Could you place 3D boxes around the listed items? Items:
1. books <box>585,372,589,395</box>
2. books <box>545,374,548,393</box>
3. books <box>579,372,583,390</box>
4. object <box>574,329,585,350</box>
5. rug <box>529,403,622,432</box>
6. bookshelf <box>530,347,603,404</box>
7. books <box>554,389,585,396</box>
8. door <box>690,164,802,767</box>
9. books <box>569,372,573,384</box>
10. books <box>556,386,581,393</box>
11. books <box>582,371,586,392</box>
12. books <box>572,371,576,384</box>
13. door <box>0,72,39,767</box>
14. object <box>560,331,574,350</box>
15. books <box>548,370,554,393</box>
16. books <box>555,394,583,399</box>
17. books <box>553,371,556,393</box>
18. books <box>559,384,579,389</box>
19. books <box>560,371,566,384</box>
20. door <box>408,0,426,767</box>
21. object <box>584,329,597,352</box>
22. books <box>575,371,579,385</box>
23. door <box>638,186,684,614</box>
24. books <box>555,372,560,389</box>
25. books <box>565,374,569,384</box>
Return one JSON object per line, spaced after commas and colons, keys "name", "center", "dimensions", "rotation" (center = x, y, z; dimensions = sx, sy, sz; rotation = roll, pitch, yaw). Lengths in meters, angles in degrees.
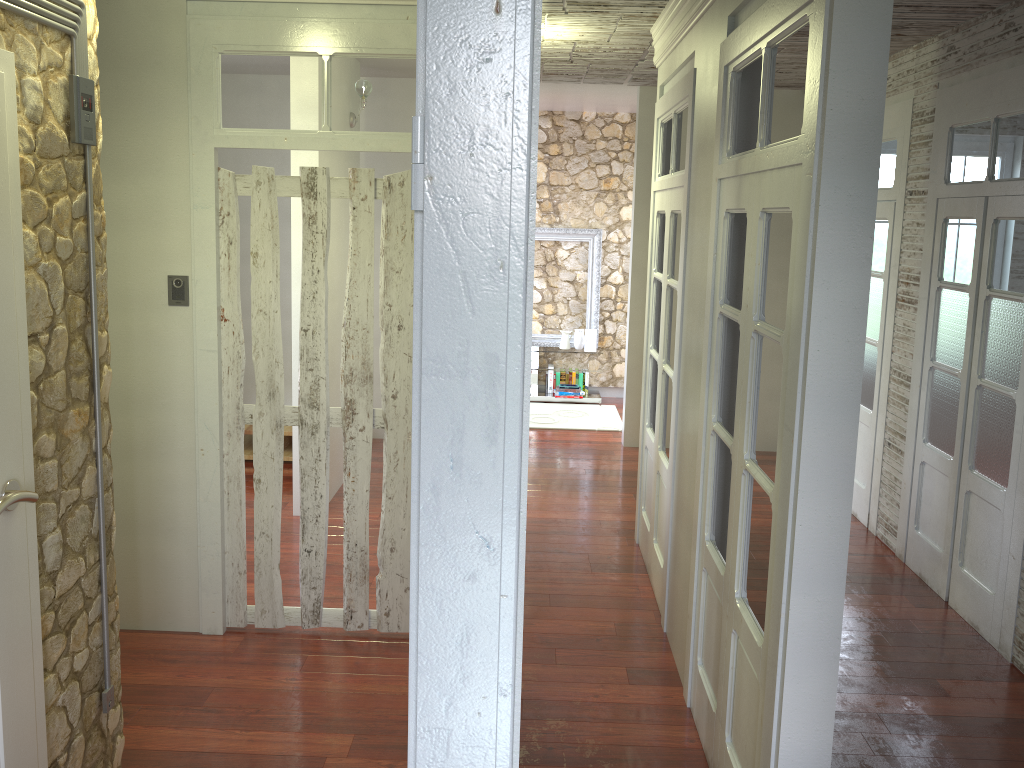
{"name": "books", "center": [0.786, -0.020, 9.369], "dimensions": [0.034, 0.233, 0.184], "rotation": [2, 9, 1]}
{"name": "books", "center": [0.367, -0.020, 9.385], "dimensions": [0.027, 0.205, 0.162], "rotation": [2, 9, 1]}
{"name": "books", "center": [0.722, -0.018, 9.383], "dimensions": [0.045, 0.220, 0.176], "rotation": [2, 9, 1]}
{"name": "object", "center": [0.700, -0.465, 9.237], "dimensions": [0.115, 0.207, 0.113], "rotation": [9, 11, 41]}
{"name": "rug", "center": [0.516, 0.309, 8.590], "dimensions": [1.067, 0.016, 1.077], "rotation": [2, 11, 1]}
{"name": "bookshelf", "center": [0.236, -0.111, 9.331], "dimensions": [1.400, 0.546, 0.403], "rotation": [2, 9, 1]}
{"name": "books", "center": [0.588, 0.084, 9.168], "dimensions": [0.284, 0.031, 0.199], "rotation": [-1, 11, -14]}
{"name": "door", "center": [0.745, 0.367, 2.886], "dimensions": [0.041, 2.070, 1.085], "rotation": [2, 9, 1]}
{"name": "books", "center": [0.617, -0.026, 9.377], "dimensions": [0.034, 0.233, 0.184], "rotation": [2, 9, 1]}
{"name": "books", "center": [0.584, 0.053, 9.167], "dimensions": [0.254, 0.030, 0.176], "rotation": [3, 11, 6]}
{"name": "books", "center": [0.757, -0.020, 9.373], "dimensions": [0.026, 0.230, 0.161], "rotation": [2, 9, 1]}
{"name": "books", "center": [0.650, -0.024, 9.372], "dimensions": [0.034, 0.233, 0.184], "rotation": [2, 9, 1]}
{"name": "door", "center": [-1.246, 0.441, 1.803], "dimensions": [0.145, 2.201, 0.875], "rotation": [2, 8, 1]}
{"name": "object", "center": [0.562, -0.463, 9.249], "dimensions": [0.116, 0.193, 0.136], "rotation": [7, 10, 31]}
{"name": "books", "center": [0.409, -0.050, 9.382], "dimensions": [0.053, 0.267, 0.178], "rotation": [2, 9, 1]}
{"name": "books", "center": [0.587, 0.115, 9.172], "dimensions": [0.284, 0.032, 0.199], "rotation": [2, 11, 1]}
{"name": "books", "center": [0.448, -0.018, 9.384], "dimensions": [0.026, 0.205, 0.162], "rotation": [2, 9, 1]}
{"name": "books", "center": [0.589, 0.027, 9.162], "dimensions": [0.204, 0.023, 0.145], "rotation": [2, 11, 1]}
{"name": "books", "center": [0.534, -0.025, 9.377], "dimensions": [0.057, 0.226, 0.172], "rotation": [2, 9, 1]}
{"name": "door", "center": [-0.534, 0.619, 1.146], "dimensions": [1.188, 2.165, 0.485], "rotation": [-2, 9, -24]}
{"name": "object", "center": [0.810, -0.448, 9.113], "dimensions": [0.118, 0.226, 0.074], "rotation": [2, 8, 1]}
{"name": "books", "center": [0.683, -0.024, 9.375], "dimensions": [0.034, 0.233, 0.184], "rotation": [2, 9, 1]}
{"name": "door", "center": [0.789, 0.030, 4.646], "dimensions": [0.041, 2.070, 1.085], "rotation": [2, 9, 1]}
{"name": "books", "center": [0.484, -0.028, 9.400], "dimensions": [0.045, 0.220, 0.176], "rotation": [2, 9, 1]}
{"name": "books", "center": [0.581, -0.018, 9.382], "dimensions": [0.037, 0.212, 0.169], "rotation": [2, 9, 1]}
